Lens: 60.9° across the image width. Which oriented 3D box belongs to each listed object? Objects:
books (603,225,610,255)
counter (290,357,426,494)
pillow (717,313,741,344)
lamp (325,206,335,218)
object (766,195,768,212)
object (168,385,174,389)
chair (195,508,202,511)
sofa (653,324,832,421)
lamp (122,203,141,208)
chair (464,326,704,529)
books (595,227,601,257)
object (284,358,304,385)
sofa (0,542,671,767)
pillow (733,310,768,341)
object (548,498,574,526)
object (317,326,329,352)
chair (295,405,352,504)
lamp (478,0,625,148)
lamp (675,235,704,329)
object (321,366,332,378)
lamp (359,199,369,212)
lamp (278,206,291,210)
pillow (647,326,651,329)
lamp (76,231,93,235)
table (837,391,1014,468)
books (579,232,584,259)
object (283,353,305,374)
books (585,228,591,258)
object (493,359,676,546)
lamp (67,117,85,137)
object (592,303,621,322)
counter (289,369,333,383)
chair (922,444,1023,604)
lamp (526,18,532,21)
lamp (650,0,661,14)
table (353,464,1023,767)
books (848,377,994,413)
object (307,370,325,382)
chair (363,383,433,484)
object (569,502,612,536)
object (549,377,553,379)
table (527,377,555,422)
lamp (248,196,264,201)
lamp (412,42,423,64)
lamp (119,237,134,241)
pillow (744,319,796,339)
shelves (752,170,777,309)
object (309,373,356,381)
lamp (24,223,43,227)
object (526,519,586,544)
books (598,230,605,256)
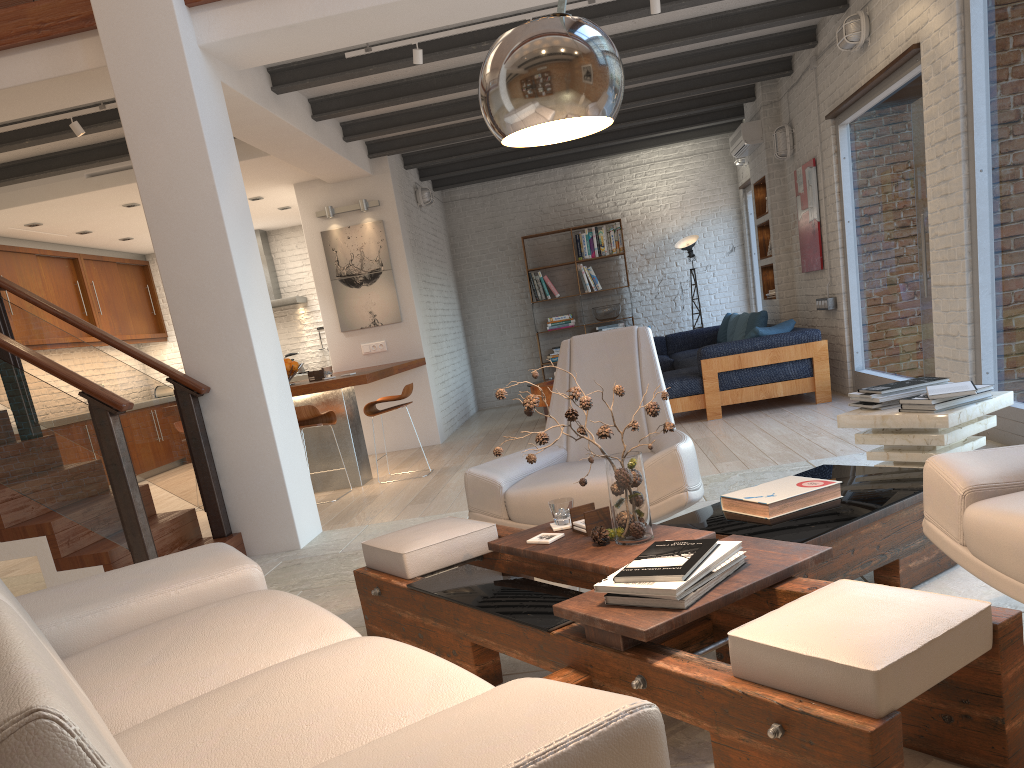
[{"bbox_3d":[1.256,-1.904,11.611,0.036,0.396,0.235,-8,11,6],"label":"books"},{"bbox_3d":[-1.769,0.418,8.127,1.691,0.948,2.418,-9,5,6],"label":"counter"},{"bbox_3d":[2.626,-0.641,10.444,0.244,0.410,1.072,-9,5,5],"label":"pillow"},{"bbox_3d":[-1.830,-1.724,8.745,0.080,0.108,0.077,-3,12,34],"label":"lamp"},{"bbox_3d":[2.773,-1.963,9.353,0.113,0.250,0.208,-6,10,14],"label":"object"},{"bbox_3d":[-4.760,0.096,12.103,0.346,0.165,0.242,-9,7,7],"label":"object"},{"bbox_3d":[-2.635,0.681,7.614,0.424,0.800,0.389,-8,12,6],"label":"chair"},{"bbox_3d":[1.864,-0.168,9.497,2.086,0.680,3.827,-9,4,6],"label":"sofa"},{"bbox_3d":[-3.688,-1.748,8.436,0.124,0.057,0.120,-9,6,6],"label":"lamp"},{"bbox_3d":[0.396,0.289,4.059,1.033,1.049,0.935,-6,10,23],"label":"chair"},{"bbox_3d":[1.143,-1.885,11.612,0.036,0.396,0.235,-8,11,6],"label":"books"},{"bbox_3d":[-1.922,-0.096,7.332,0.359,0.229,0.359,-13,8,-28],"label":"object"},{"bbox_3d":[-0.834,0.766,2.026,1.118,0.779,2.316,-14,7,-34],"label":"sofa"},{"bbox_3d":[2.492,-0.552,9.140,0.255,0.428,1.174,-8,5,5],"label":"pillow"},{"bbox_3d":[0.179,0.453,3.078,0.089,0.087,0.090,-15,10,-34],"label":"object"},{"bbox_3d":[-2.315,-0.617,11.779,0.671,0.403,0.135,-9,13,7],"label":"object"},{"bbox_3d":[-1.603,0.549,6.960,0.406,0.800,0.406,-8,12,6],"label":"chair"},{"bbox_3d":[0.787,-0.295,1.431,2.032,2.425,0.308,-1,15,41],"label":"lamp"},{"bbox_3d":[2.566,-1.024,11.351,0.499,1.905,0.850,-14,13,-21],"label":"lamp"},{"bbox_3d":[-1.526,-0.097,7.218,0.092,0.087,0.087,-6,9,21],"label":"object"},{"bbox_3d":[-1.481,-1.781,8.701,0.080,0.108,0.077,-3,12,34],"label":"lamp"},{"bbox_3d":[-2.622,-2.042,10.036,0.124,0.057,0.120,-9,6,6],"label":"lamp"},{"bbox_3d":[1.523,-0.504,11.077,0.557,0.422,0.215,-9,12,6],"label":"pillow"},{"bbox_3d":[-4.630,-1.654,9.423,0.124,0.057,0.120,-9,6,6],"label":"lamp"},{"bbox_3d":[1.776,0.331,3.740,0.483,0.520,0.491,-16,11,-33],"label":"table"},{"bbox_3d":[0.933,-1.837,11.651,0.021,0.370,0.262,-8,10,6],"label":"books"},{"bbox_3d":[-2.907,-0.275,11.581,0.264,0.284,0.253,-5,10,28],"label":"object"},{"bbox_3d":[1.014,-1.863,11.624,0.036,0.396,0.235,-8,11,6],"label":"books"},{"bbox_3d":[0.206,0.220,2.652,0.534,0.627,0.310,-13,12,-22],"label":"object"},{"bbox_3d":[-2.835,-1.671,5.679,0.085,0.133,0.059,-16,14,-32],"label":"lamp"},{"bbox_3d":[1.292,-0.962,11.851,0.389,0.208,0.403,-15,8,-42],"label":"object"},{"bbox_3d":[-3.474,0.107,10.482,3.533,0.072,3.229,-9,4,7],"label":"counter"},{"bbox_3d":[1.746,0.189,2.166,0.978,1.030,1.000,-11,9,-9],"label":"chair"},{"bbox_3d":[0.125,-2.154,5.311,0.061,0.133,0.083,-8,11,8],"label":"lamp"},{"bbox_3d":[0.856,-2.278,5.218,0.061,0.125,0.083,-8,11,8],"label":"lamp"},{"bbox_3d":[0.669,0.619,2.868,1.927,0.443,2.192,-13,5,-33],"label":"table"},{"bbox_3d":[1.724,0.046,3.613,0.387,0.082,0.555,-10,4,-10],"label":"books"},{"bbox_3d":[-1.640,-0.071,7.309,0.091,0.085,0.114,-16,10,-38],"label":"object"},{"bbox_3d":[-0.960,0.408,7.402,0.424,0.800,0.389,-8,12,6],"label":"chair"},{"bbox_3d":[0.267,0.459,2.965,0.092,0.084,0.113,-13,8,-22],"label":"object"},{"bbox_3d":[0.572,-0.098,10.278,0.299,0.028,0.067,-11,5,-15],"label":"object"},{"bbox_3d":[0.664,0.148,9.556,1.082,0.460,1.770,-9,5,12],"label":"table"},{"bbox_3d":[-2.698,-1.969,9.178,0.124,0.057,0.120,-9,6,6],"label":"lamp"},{"bbox_3d":[-0.585,-2.038,5.399,0.058,0.133,0.084,-15,12,-24],"label":"lamp"},{"bbox_3d":[-4.554,-1.727,10.280,0.124,0.057,0.120,-9,6,6],"label":"lamp"},{"bbox_3d":[2.282,-0.375,7.873,0.552,0.339,0.374,-14,9,-33],"label":"pillow"},{"bbox_3d":[2.850,-1.553,9.499,0.193,1.473,0.739,-8,12,6],"label":"shelves"},{"bbox_3d":[-1.513,-0.064,7.259,0.397,0.036,0.191,-9,4,11],"label":"object"},{"bbox_3d":[-4.706,-1.582,8.565,0.124,0.057,0.120,-9,6,6],"label":"lamp"},{"bbox_3d":[0.161,0.499,3.009,0.267,0.036,0.245,-11,4,-21],"label":"object"},{"bbox_3d":[1.192,-1.864,11.599,0.056,0.340,0.245,-8,10,6],"label":"books"}]
